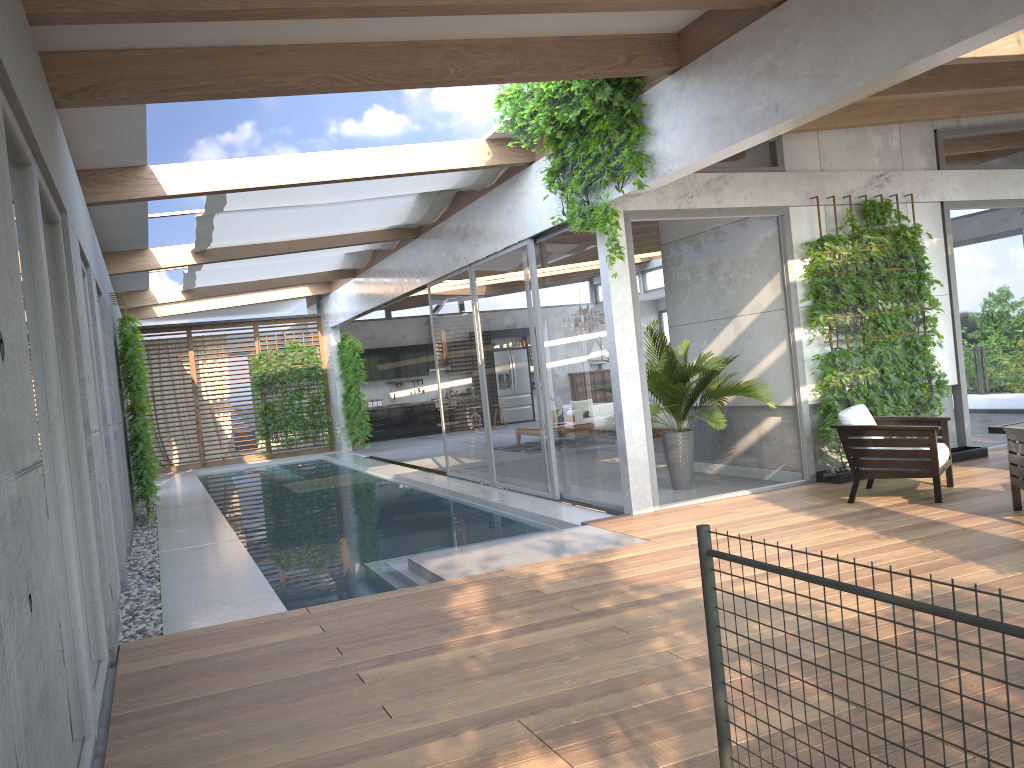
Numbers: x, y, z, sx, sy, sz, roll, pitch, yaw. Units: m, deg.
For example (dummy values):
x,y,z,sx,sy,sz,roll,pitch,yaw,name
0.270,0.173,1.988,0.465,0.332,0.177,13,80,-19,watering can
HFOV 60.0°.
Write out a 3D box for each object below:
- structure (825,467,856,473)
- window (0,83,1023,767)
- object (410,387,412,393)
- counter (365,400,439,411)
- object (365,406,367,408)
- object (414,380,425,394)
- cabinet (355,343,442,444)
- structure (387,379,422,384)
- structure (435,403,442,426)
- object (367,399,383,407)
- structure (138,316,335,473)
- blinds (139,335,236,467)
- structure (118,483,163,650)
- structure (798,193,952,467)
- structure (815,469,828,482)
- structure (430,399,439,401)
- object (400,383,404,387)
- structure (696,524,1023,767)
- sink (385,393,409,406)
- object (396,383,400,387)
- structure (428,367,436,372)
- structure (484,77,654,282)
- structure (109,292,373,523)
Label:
x,y,z,sx,sy,sz,roll,pitch,yaw,name
3.413,0.791,8.533,0.928,0.044,0.231,-6,1,-22,structure
0.595,-0.779,16.053,14.294,3.764,23.280,-6,1,-22,window
-2.586,0.080,22.613,0.071,0.325,0.066,-6,1,-22,object
-2.685,0.524,22.297,3.805,0.061,0.607,-6,1,-22,counter
-3.599,0.550,21.777,0.083,0.057,0.072,-5,1,44,object
-2.376,0.079,22.663,0.282,0.380,0.070,-6,1,-22,object
-1.775,-0.008,22.705,5.901,2.502,0.709,-6,1,-24,cabinet
-2.720,-0.061,22.572,0.932,0.046,0.081,-6,1,-22,structure
-1.728,0.751,22.660,0.587,0.588,0.584,-6,1,-22,structure
-3.445,0.473,22.215,0.405,0.200,0.147,-6,1,-21,object
-6.200,0.204,19.469,4.313,3.079,0.085,-6,1,-22,structure
-7.152,0.390,19.457,2.087,2.898,0.692,-6,1,-18,blinds
-4.836,1.721,11.510,0.477,0.068,13.673,-6,1,-22,structure
3.601,-0.527,8.704,1.851,2.669,0.500,-6,1,-22,structure
3.368,0.612,9.902,2.012,0.595,2.203,-6,1,-22,structure
-1.773,0.381,22.674,0.605,0.031,0.496,-6,1,-22,structure
-2.786,0.008,22.520,0.117,0.139,0.093,-6,1,-5,object
7.542,0.157,9.572,15.587,3.022,31.708,-6,1,19,structure
-2.875,0.484,22.222,0.526,0.514,0.514,-6,1,-22,sink
-2.889,0.019,22.486,0.117,0.139,0.093,-6,1,-20,object
-1.893,-0.396,22.764,0.599,0.104,0.368,-6,1,-22,structure
0.507,-1.829,7.477,0.918,2.054,1.822,-6,1,-25,structure
-4.027,0.174,15.140,2.739,2.687,10.282,-6,1,-5,structure
